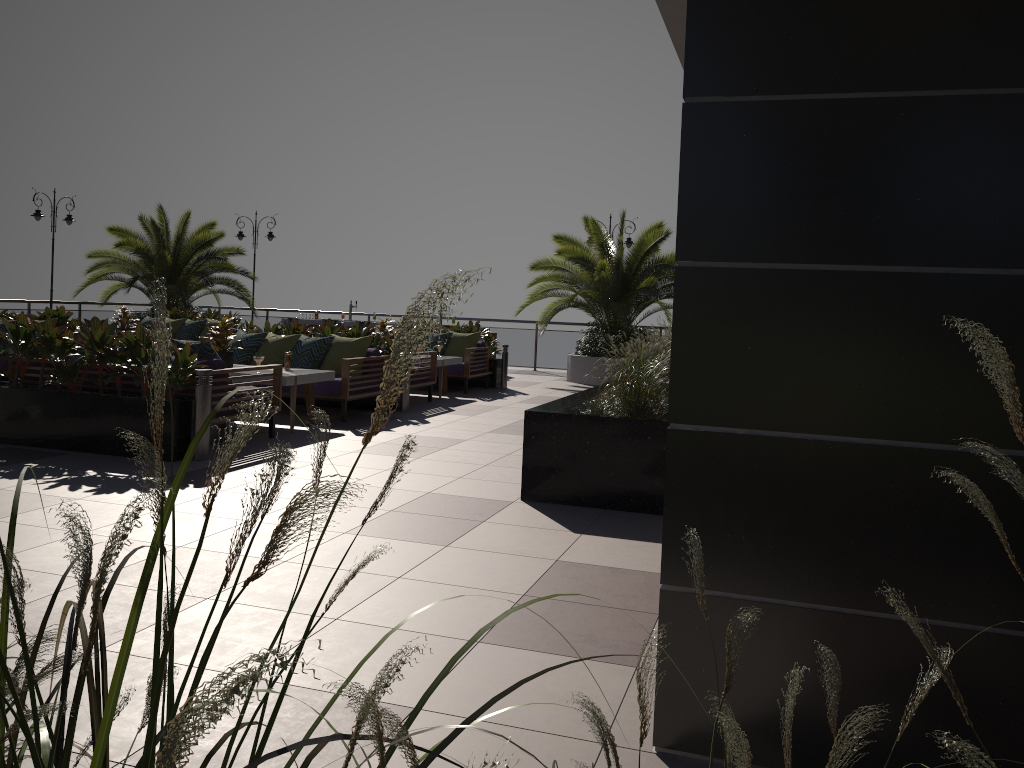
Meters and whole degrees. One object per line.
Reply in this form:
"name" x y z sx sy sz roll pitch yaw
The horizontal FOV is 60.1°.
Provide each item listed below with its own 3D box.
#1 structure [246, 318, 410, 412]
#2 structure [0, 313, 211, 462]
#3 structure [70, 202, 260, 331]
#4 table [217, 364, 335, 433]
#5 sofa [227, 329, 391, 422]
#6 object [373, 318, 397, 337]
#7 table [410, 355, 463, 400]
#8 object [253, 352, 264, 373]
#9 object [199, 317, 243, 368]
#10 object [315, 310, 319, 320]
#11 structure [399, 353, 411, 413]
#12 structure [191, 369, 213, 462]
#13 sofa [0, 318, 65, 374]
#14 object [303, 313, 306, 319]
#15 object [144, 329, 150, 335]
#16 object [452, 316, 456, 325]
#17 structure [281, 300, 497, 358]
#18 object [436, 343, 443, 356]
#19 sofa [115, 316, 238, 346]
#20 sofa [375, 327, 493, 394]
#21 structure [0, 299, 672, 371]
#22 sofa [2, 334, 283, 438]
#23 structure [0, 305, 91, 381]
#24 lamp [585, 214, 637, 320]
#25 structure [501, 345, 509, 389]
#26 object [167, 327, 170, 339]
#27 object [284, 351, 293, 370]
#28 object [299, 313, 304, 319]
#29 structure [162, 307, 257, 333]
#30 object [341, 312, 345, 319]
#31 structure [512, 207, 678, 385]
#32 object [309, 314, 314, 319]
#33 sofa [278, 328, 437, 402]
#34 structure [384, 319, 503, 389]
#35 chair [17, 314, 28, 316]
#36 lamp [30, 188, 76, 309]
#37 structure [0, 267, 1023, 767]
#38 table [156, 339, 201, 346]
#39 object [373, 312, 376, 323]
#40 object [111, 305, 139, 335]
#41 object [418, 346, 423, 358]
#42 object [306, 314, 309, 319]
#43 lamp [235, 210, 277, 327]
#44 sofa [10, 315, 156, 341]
"structure" -2.384 -0.231 10.894 2.421 1.172 0.701 4 3 19
"structure" -3.524 0.026 7.220 2.253 1.170 0.738 4 3 19
"structure" -7.420 -2.307 19.288 3.798 3.298 3.763 2 3 -15
"table" -2.960 0.107 9.060 2.038 0.553 0.943 4 4 17
"sofa" -2.590 -0.151 10.159 2.128 0.918 1.121 4 4 17
"object" -1.821 -0.683 12.645 0.425 0.526 0.430 4 3 29
"table" -1.837 -0.148 12.694 2.038 0.553 0.943 4 4 17
"object" -2.461 -0.209 8.599 0.106 0.197 0.106 1 3 -40
"object" -2.945 -0.429 9.024 0.431 0.526 0.425 4 3 34
"object" -3.993 -1.408 18.075 0.085 0.189 0.067 4 2 42
"structure" -1.268 -0.021 10.561 0.100 0.699 0.180 3 2 17
"structure" -2.404 0.238 6.884 0.100 0.699 0.180 3 2 17
"sofa" -6.865 -0.443 11.479 2.128 0.918 1.121 4 4 17
"object" -4.387 -1.383 18.683 0.105 0.208 0.105 2 2 -8
"object" -5.586 -0.751 13.552 0.067 0.189 0.085 1 2 -43
"object" -1.131 -1.216 17.192 0.069 0.197 0.082 1 2 -36
"structure" -2.523 -1.001 17.902 4.404 1.327 0.805 4 2 17
"object" -1.053 -0.505 12.869 0.106 0.197 0.106 1 3 -40
"sofa" -5.753 -0.700 15.133 2.128 0.918 1.121 4 4 17
"sofa" -1.485 -0.409 13.816 2.128 0.918 1.121 4 4 17
"structure" -4.726 -0.411 11.316 12.928 1.057 17.530 4 5 17
"sofa" -3.285 0.003 7.954 2.128 0.918 1.121 4 4 17
"structure" -6.726 -0.526 12.215 2.250 1.170 0.715 3 2 14
"lamp" 1.951 -1.831 18.147 1.123 3.323 0.264 3 1 17
"structure" -0.118 -0.282 14.280 0.100 0.699 0.180 3 2 17
"object" -5.510 -0.810 14.175 0.069 0.211 0.069 3 2 5
"object" -2.307 -0.243 9.121 0.067 0.189 0.085 1 2 -43
"object" -4.414 -1.375 18.571 0.105 0.208 0.105 2 2 -8
"structure" -5.563 -0.784 15.899 2.253 1.170 0.738 4 3 19
"object" -3.417 -1.364 17.902 0.069 0.181 0.069 2 2 -11
"structure" 1.937 -1.674 16.460 3.798 3.298 3.763 1 4 -30
"object" -4.195 -1.360 18.506 0.105 0.208 0.105 2 2 -8
"sofa" -2.172 -0.254 11.608 2.128 0.918 1.121 4 4 17
"structure" -1.242 -0.492 14.601 2.253 1.170 0.738 4 3 19
"chair" -9.307 -0.899 16.303 0.715 0.815 0.715 3 3 17
"lamp" -9.250 -2.279 17.810 0.264 3.323 1.123 3 2 17
"structure" 4.102 -0.587 5.519 7.823 3.116 24.766 4 5 17
"table" -6.102 -0.439 14.011 2.038 0.553 0.943 4 4 17
"object" -2.746 -1.333 17.694 0.069 0.211 0.069 2 2 0
"object" -6.135 -0.977 13.966 0.431 0.526 0.425 5 4 44
"object" -1.265 -0.454 12.241 0.069 0.181 0.069 3 2 5
"object" -4.281 -1.371 18.595 0.105 0.208 0.105 2 2 -8
"lamp" -6.012 -2.374 20.605 1.123 3.323 0.264 3 1 17
"sofa" -6.448 -0.546 12.928 2.128 0.918 1.121 4 4 17
